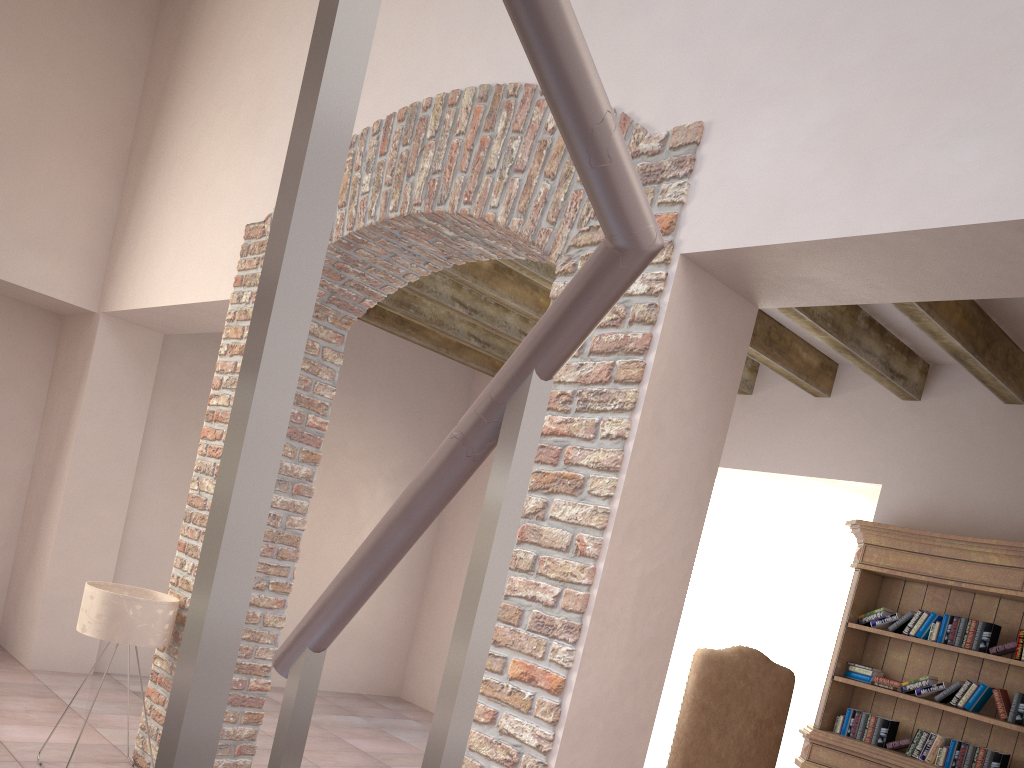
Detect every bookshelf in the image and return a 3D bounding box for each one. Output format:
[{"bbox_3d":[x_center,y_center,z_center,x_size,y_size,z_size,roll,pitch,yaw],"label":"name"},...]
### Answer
[{"bbox_3d":[2.267,1.752,4.197,0.511,1.998,1.928,11,-1,-43],"label":"bookshelf"}]

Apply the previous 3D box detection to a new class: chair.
[{"bbox_3d":[0.959,1.760,3.919,0.552,1.245,0.634,13,1,-2],"label":"chair"}]

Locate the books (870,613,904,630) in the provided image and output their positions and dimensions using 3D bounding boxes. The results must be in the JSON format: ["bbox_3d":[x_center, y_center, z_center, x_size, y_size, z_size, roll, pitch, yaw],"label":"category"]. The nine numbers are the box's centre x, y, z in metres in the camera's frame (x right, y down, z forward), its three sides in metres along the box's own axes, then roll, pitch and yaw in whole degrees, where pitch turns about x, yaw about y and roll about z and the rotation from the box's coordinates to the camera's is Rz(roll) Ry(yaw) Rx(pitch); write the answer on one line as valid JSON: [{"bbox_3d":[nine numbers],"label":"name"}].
[{"bbox_3d":[1.944,1.225,4.674,0.129,0.104,0.135,18,-7,-42],"label":"books"}]

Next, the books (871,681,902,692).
[{"bbox_3d":[1.927,1.548,4.632,0.130,0.017,0.137,23,-14,-42],"label":"books"}]

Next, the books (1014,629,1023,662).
[{"bbox_3d":[2.408,1.219,4.178,0.129,0.147,0.128,16,-4,-42],"label":"books"}]

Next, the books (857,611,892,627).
[{"bbox_3d":[1.895,1.226,4.725,0.129,0.099,0.133,18,-7,-42],"label":"books"}]

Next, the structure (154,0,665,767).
[{"bbox_3d":[-2.336,-0.413,2.057,3.996,3.211,6.863,18,-9,-42],"label":"structure"}]

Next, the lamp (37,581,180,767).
[{"bbox_3d":[-1.770,1.332,4.039,0.431,0.850,0.367,13,1,-42],"label":"lamp"}]

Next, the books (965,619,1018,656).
[{"bbox_3d":[2.295,1.216,4.299,0.129,0.146,0.215,16,-6,-42],"label":"books"}]

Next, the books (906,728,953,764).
[{"bbox_3d":[2.049,1.781,4.457,0.129,0.149,0.155,16,-4,-42],"label":"books"}]

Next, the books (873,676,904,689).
[{"bbox_3d":[1.938,1.524,4.624,0.130,0.030,0.137,22,-13,-42],"label":"books"}]

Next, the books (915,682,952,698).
[{"bbox_3d":[2.084,1.509,4.470,0.129,0.104,0.135,18,-7,-42],"label":"books"}]

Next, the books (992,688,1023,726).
[{"bbox_3d":[2.363,1.502,4.174,0.129,0.146,0.278,16,-7,-42],"label":"books"}]

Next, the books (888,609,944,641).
[{"bbox_3d":[2.041,1.209,4.572,0.129,0.148,0.221,16,-6,-42],"label":"books"}]

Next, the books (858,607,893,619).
[{"bbox_3d":[1.897,1.203,4.730,0.126,0.087,0.126,19,-8,-42],"label":"books"}]

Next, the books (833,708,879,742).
[{"bbox_3d":[1.798,1.774,4.729,0.143,0.144,0.173,17,-6,-44],"label":"books"}]

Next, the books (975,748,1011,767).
[{"bbox_3d":[2.285,1.791,4.203,0.129,0.146,0.215,16,-6,-42],"label":"books"}]

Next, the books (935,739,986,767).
[{"bbox_3d":[2.154,1.786,4.346,0.143,0.144,0.173,17,-6,-44],"label":"books"}]

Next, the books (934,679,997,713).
[{"bbox_3d":[2.182,1.493,4.369,0.129,0.148,0.221,16,-6,-42],"label":"books"}]

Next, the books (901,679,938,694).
[{"bbox_3d":[2.036,1.510,4.522,0.129,0.099,0.133,18,-7,-42],"label":"books"}]

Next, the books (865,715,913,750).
[{"bbox_3d":[1.929,1.779,4.586,0.129,0.146,0.215,16,-6,-42],"label":"books"}]

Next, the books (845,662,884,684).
[{"bbox_3d":[1.838,1.512,4.733,0.129,0.081,0.147,19,-9,-42],"label":"books"}]

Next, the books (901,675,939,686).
[{"bbox_3d":[2.038,1.487,4.526,0.126,0.087,0.126,19,-8,-42],"label":"books"}]

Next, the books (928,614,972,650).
[{"bbox_3d":[2.164,1.211,4.443,0.143,0.144,0.173,17,-6,-44],"label":"books"}]
